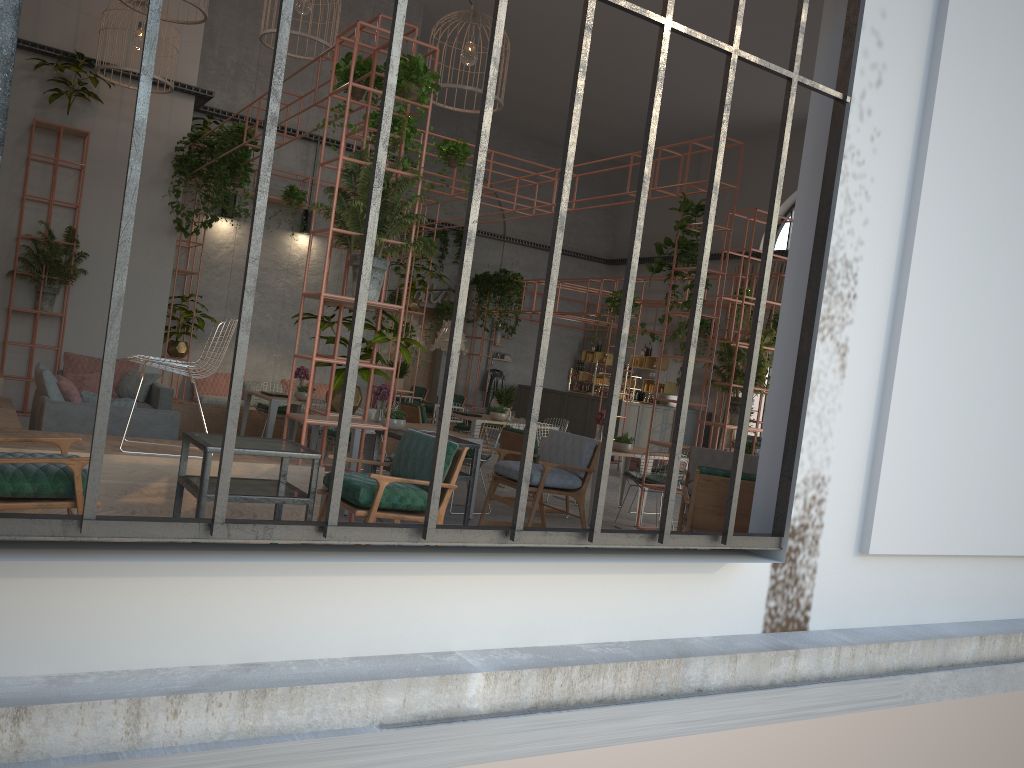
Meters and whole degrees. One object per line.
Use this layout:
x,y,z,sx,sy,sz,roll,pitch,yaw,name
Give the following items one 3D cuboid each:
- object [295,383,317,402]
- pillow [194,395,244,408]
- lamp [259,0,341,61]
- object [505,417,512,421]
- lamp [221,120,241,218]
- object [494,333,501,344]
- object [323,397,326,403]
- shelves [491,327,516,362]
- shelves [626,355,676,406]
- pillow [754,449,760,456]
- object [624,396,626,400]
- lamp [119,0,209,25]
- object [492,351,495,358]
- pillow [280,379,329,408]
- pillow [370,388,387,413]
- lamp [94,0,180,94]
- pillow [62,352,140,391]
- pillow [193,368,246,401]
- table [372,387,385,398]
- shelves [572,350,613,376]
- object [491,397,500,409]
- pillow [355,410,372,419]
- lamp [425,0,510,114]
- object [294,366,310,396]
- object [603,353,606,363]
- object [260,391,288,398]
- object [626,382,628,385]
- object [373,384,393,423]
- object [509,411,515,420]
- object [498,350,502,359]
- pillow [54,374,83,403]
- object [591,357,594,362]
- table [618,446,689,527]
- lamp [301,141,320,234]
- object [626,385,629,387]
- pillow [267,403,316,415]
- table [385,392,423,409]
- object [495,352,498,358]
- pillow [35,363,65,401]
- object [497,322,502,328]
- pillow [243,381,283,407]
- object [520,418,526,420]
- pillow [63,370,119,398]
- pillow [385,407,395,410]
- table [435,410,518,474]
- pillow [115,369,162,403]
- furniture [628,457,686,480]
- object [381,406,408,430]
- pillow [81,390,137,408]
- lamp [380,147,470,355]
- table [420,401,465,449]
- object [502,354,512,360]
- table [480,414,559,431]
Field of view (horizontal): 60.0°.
-2.570,0.093,11.026,0.248,0.247,0.254,7,1,-32,object
-4.215,0.258,12.826,0.637,0.149,0.491,7,1,-31,pillow
-2.302,-5.712,10.471,0.883,3.476,0.883,8,1,21,lamp
-0.052,0.497,12.779,0.115,0.078,0.115,7,1,-26,object
-4.087,-3.161,13.029,0.179,1.425,0.185,7,1,-32,lamp
-0.348,-1.144,21.595,0.136,0.336,0.145,8,1,-17,object
-2.363,0.204,11.347,0.115,0.078,0.115,7,1,-26,object
-0.206,-0.963,21.685,0.560,0.790,0.186,7,1,-31,shelves
3.034,0.278,20.487,0.328,1.838,1.750,7,1,-32,shelves
4.567,1.377,16.811,0.500,0.324,0.307,8,1,4,pillow
2.339,0.275,18.730,0.073,0.104,0.240,9,1,40,object
-3.375,-5.616,9.134,0.883,3.476,0.883,8,1,21,lamp
-0.435,-0.716,21.604,0.055,0.164,0.092,8,1,-13,object
-3.241,0.185,13.856,0.839,0.474,0.276,8,1,-11,pillow
-2.408,0.279,15.114,0.276,0.474,0.839,7,1,-41,pillow
-4.281,-5.344,10.584,0.883,3.476,0.883,8,1,21,lamp
-4.810,-0.089,10.376,0.836,0.476,0.273,7,1,-31,pillow
-4.346,0.044,13.222,0.839,0.474,0.276,7,1,-41,pillow
-3.113,0.454,18.926,0.635,0.798,0.602,7,1,-32,table
2.041,0.113,22.122,0.328,1.838,1.750,7,1,-32,shelves
-0.205,0.354,13.265,0.241,0.313,0.241,8,1,13,object
-2.469,0.479,13.908,0.637,0.149,0.491,7,1,-31,pillow
-0.298,-4.777,9.547,0.883,3.476,0.883,8,1,21,lamp
-2.788,-0.034,11.719,0.213,0.414,0.225,7,1,-39,object
2.305,-0.621,21.832,0.137,0.261,0.137,8,1,4,object
-3.032,0.132,11.354,0.268,0.031,0.427,7,1,-32,object
2.364,-0.007,18.636,0.142,0.087,0.094,7,1,-24,object
-1.372,0.202,9.385,0.213,0.414,0.225,7,1,-39,object
-0.005,0.467,13.241,0.095,0.119,0.095,8,1,-7,object
-0.298,-0.719,21.672,0.081,0.204,0.081,7,1,-31,object
-3.733,0.140,7.509,0.289,0.385,0.666,7,1,-31,pillow
2.048,-0.602,22.123,0.123,0.142,0.141,7,1,-32,object
1.475,1.208,10.801,0.694,0.830,1.214,7,1,-32,table
-3.065,-3.032,13.662,0.179,1.425,0.185,7,1,-32,lamp
2.418,0.029,18.696,0.152,0.058,0.095,7,1,-41,object
-3.329,0.370,13.375,0.637,0.149,0.491,7,1,-31,pillow
-2.206,0.606,17.431,0.635,0.798,0.602,7,1,-32,table
-0.370,-0.701,21.621,0.063,0.151,0.063,9,1,45,object
-3.863,0.091,7.441,0.276,0.474,0.839,7,1,-31,pillow
-0.308,-1.445,21.580,0.133,0.145,0.133,8,1,20,object
-3.798,0.163,13.541,0.666,0.385,0.289,7,1,-36,pillow
0.229,0.539,13.256,0.218,0.041,0.218,7,1,-23,object
-4.781,-0.014,10.087,0.441,0.317,0.479,9,1,40,pillow
-2.131,0.499,15.430,0.491,0.149,0.637,7,1,-31,pillow
-0.564,0.880,12.795,0.694,0.830,1.205,7,1,-32,table
-4.368,0.020,10.276,0.495,0.349,0.308,8,1,18,pillow
2.690,1.485,15.609,0.941,0.446,0.976,7,1,-32,furniture
-1.157,0.329,8.697,0.247,0.247,0.252,7,1,-32,object
-3.364,0.242,7.466,0.499,0.324,0.307,8,1,4,pillow
-1.785,-2.702,17.407,0.704,4.052,4.456,7,1,-32,lamp
-1.299,0.757,15.937,0.635,0.798,0.602,7,1,-32,table
-0.121,-0.663,21.785,0.219,0.149,0.129,7,1,-32,object
0.023,0.954,13.163,0.694,0.830,1.214,7,1,-32,table
